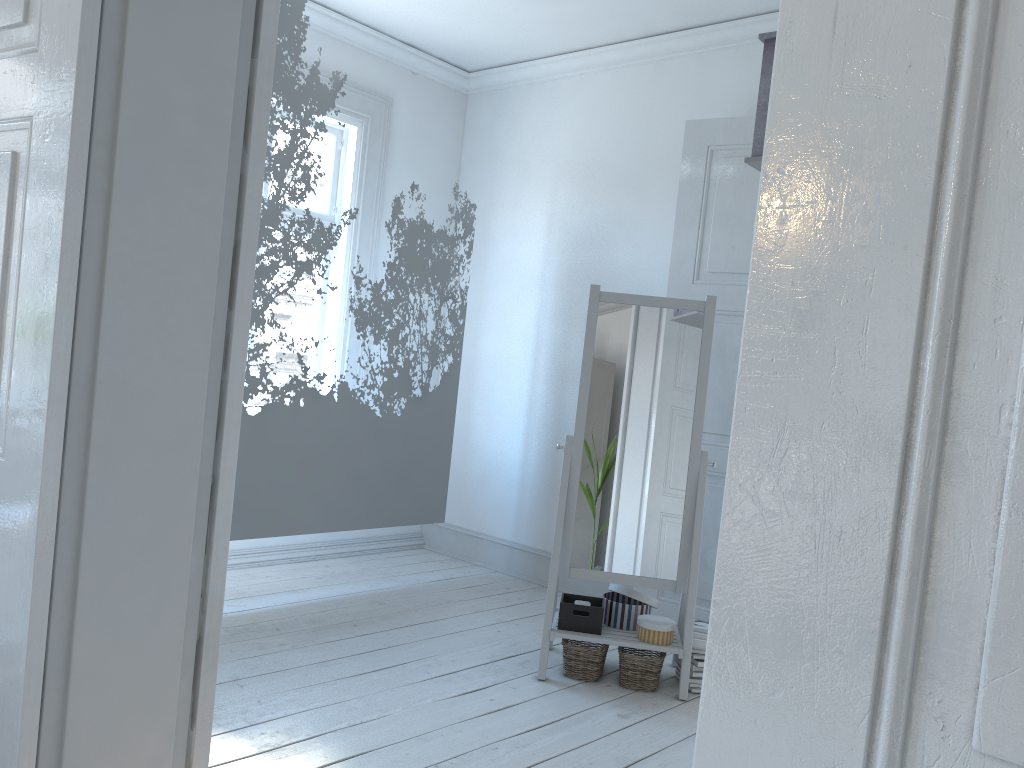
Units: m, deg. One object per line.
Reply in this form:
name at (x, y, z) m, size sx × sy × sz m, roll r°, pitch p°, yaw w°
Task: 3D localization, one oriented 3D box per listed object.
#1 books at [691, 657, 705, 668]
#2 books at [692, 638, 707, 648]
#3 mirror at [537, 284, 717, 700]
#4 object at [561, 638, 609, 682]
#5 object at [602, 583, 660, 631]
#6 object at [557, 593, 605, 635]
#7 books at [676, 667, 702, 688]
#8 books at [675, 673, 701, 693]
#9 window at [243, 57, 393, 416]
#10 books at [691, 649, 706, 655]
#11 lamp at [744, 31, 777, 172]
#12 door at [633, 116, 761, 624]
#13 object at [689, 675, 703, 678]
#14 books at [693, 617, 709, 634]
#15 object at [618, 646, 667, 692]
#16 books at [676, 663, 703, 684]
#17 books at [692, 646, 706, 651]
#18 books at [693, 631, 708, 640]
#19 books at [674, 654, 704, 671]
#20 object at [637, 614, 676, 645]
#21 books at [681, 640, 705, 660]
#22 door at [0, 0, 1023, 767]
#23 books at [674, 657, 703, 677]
books at (0.723, 1.040, 3.392) m, size 0.128 × 0.022 × 0.193 m, roll 6°, pitch 1°, yaw -16°
books at (0.732, 0.965, 3.385) m, size 0.128 × 0.026 × 0.200 m, roll 6°, pitch 1°, yaw 13°
mirror at (0.465, 0.376, 3.419) m, size 0.610 × 1.489 × 0.417 m, roll 6°, pitch 2°, yaw 6°
object at (0.284, 1.043, 3.430) m, size 0.185 × 0.140 × 0.295 m, roll 6°, pitch 1°, yaw 13°
object at (0.469, 0.870, 3.525) m, size 0.241 × 0.159 × 0.206 m, roll 5°, pitch 2°, yaw -41°
object at (0.266, 0.879, 3.397) m, size 0.165 × 0.103 × 0.155 m, roll 6°, pitch 1°, yaw 6°
books at (0.715, 1.128, 3.403) m, size 0.128 × 0.016 × 0.176 m, roll 6°, pitch 1°, yaw -7°
books at (0.717, 1.146, 3.402) m, size 0.128 × 0.016 × 0.178 m, roll 6°, pitch 1°, yaw -10°
window at (-1.238, -0.689, 4.370) m, size 0.375 × 1.847 × 1.457 m, roll 8°, pitch 3°, yaw 42°
books at (0.728, 1.003, 3.399) m, size 0.128 × 0.016 × 0.176 m, roll 6°, pitch 1°, yaw 8°
lamp at (0.830, -1.412, 2.197) m, size 0.228 × 1.763 × 0.228 m, roll 8°, pitch 3°, yaw 38°
door at (1.832, 0.015, 3.465) m, size 2.595 × 2.507 × 0.578 m, roll 7°, pitch 3°, yaw 42°
object at (0.718, 1.096, 3.414) m, size 0.111 × 0.014 × 0.156 m, roll 6°, pitch 1°, yaw -5°
books at (0.736, 0.928, 3.406) m, size 0.111 × 0.014 × 0.156 m, roll 6°, pitch 1°, yaw 21°
object at (0.493, 1.066, 3.388) m, size 0.185 × 0.140 × 0.295 m, roll 6°, pitch 1°, yaw 13°
books at (0.715, 1.112, 3.401) m, size 0.128 × 0.016 × 0.180 m, roll 6°, pitch 1°, yaw -3°
books at (0.728, 0.986, 3.396) m, size 0.128 × 0.016 × 0.180 m, roll 6°, pitch 1°, yaw 13°
books at (0.732, 0.944, 3.391) m, size 0.132 × 0.017 × 0.187 m, roll 6°, pitch 1°, yaw 15°
books at (0.716, 1.063, 3.406) m, size 0.128 × 0.022 × 0.166 m, roll 6°, pitch 1°, yaw -14°
object at (0.540, 0.923, 3.331) m, size 0.142 × 0.074 × 0.142 m, roll 7°, pitch 1°, yaw 25°
books at (0.731, 1.021, 3.398) m, size 0.128 × 0.016 × 0.178 m, roll 6°, pitch 1°, yaw -5°
door at (-0.165, -0.152, 1.210) m, size 2.595 × 2.507 × 0.578 m, roll 7°, pitch 3°, yaw 42°
books at (0.718, 1.083, 3.398) m, size 0.132 × 0.017 × 0.186 m, roll 6°, pitch 1°, yaw -11°
